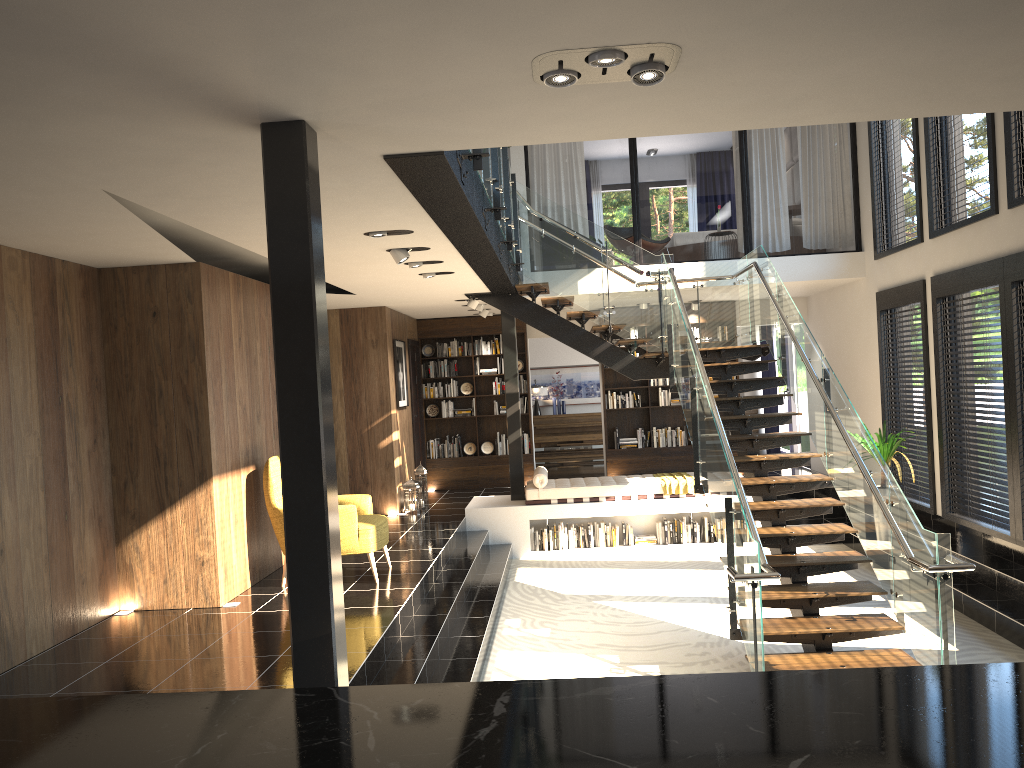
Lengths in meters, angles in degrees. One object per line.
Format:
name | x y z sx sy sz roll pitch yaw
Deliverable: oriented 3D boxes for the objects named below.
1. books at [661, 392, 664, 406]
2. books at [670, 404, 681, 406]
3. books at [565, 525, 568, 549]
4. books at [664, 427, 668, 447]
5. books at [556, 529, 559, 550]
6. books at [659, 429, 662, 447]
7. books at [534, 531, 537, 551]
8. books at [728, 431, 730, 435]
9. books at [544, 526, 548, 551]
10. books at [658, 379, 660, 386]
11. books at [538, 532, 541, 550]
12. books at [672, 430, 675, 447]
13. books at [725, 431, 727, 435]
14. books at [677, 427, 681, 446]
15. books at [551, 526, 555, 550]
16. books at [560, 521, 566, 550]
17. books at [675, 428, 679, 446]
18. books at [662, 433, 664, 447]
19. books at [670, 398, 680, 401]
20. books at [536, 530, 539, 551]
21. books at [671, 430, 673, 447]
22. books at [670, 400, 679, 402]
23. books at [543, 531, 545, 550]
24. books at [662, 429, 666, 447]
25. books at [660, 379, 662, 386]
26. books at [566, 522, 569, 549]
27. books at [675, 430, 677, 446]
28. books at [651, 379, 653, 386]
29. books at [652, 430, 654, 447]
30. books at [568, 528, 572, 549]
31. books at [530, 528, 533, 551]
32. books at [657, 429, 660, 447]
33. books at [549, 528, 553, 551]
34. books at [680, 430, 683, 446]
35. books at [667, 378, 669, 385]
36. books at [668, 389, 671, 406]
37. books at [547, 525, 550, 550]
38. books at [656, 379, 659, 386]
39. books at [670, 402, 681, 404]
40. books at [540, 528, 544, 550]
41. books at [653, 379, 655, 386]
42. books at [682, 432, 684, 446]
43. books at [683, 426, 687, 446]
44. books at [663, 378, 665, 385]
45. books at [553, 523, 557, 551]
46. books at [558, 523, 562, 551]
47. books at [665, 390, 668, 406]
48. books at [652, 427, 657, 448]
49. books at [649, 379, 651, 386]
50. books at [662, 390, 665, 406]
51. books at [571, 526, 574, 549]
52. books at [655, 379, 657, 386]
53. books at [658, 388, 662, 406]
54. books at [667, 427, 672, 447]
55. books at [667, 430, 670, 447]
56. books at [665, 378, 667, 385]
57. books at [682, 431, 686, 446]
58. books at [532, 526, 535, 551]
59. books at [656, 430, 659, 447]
books | 2.320 0.232 13.705 0.023 0.218 0.196 -3 1 3
books | 2.583 0.314 13.730 0.274 0.025 0.156 -3 0 0
books | 0.675 1.907 11.040 0.025 0.282 0.149 -3 1 3
books | 2.384 0.822 13.748 0.032 0.298 0.169 -3 1 3
books | 0.572 1.935 11.051 0.029 0.237 0.146 -3 1 3
books | 2.296 0.838 13.732 0.030 0.276 0.160 -3 1 3
books | 0.292 1.954 11.052 0.024 0.229 0.171 -3 1 3
books | 3.335 0.802 13.690 0.022 0.234 0.178 -3 1 3
books | 0.426 1.925 11.041 0.035 0.273 0.200 -3 1 3
books | 2.268 -0.093 13.741 0.027 0.239 0.153 -3 1 3
books | 0.348 1.960 11.080 0.029 0.211 0.130 -3 1 3
books | 2.497 0.838 13.731 0.034 0.255 0.194 -3 1 3
books | 3.285 0.766 13.685 0.027 0.311 0.148 -3 1 3
books | 2.581 0.813 13.728 0.025 0.294 0.177 -3 1 3
books | 0.514 1.917 11.059 0.028 0.279 0.120 -3 1 3
books | 0.635 1.881 11.042 0.051 0.338 0.187 -3 1 3
books | 2.555 0.822 13.723 0.028 0.280 0.154 -3 1 3
books | 2.326 0.867 13.743 0.025 0.214 0.170 -3 1 3
books | 2.579 0.240 13.729 0.274 0.025 0.156 -3 0 7
books | 0.317 1.947 11.054 0.027 0.241 0.150 -3 1 3
books | 2.468 0.843 13.726 0.023 0.246 0.149 -3 1 3
books | 2.580 0.264 13.724 0.261 0.024 0.167 -3 0 0
books | 0.402 1.950 11.073 0.020 0.225 0.156 -3 1 3
books | 2.353 0.833 13.751 0.031 0.280 0.141 -3 1 3
books | 2.294 -0.104 13.733 0.028 0.258 0.208 -3 1 3
books | 0.697 1.890 11.048 0.021 0.313 0.139 -3 1 3
books | 2.528 0.838 13.731 0.029 0.250 0.142 -3 1 3
books | 2.161 -0.104 13.759 0.031 0.272 0.158 -3 1 3
books | 2.181 0.851 13.770 0.026 0.263 0.156 -3 1 3
books | 0.724 1.925 11.044 0.029 0.240 0.165 -3 1 3
books | 0.244 1.936 11.084 0.025 0.270 0.156 -3 1 3
books | 2.270 0.840 13.759 0.025 0.274 0.150 -3 1 3
books | 0.485 1.931 11.029 0.027 0.254 0.204 -3 1 3
books | 2.608 0.834 13.714 0.028 0.250 0.162 -3 1 3
books | 2.399 -0.096 13.721 0.028 0.231 0.167 -3 1 3
books | 2.432 0.205 13.737 0.067 0.261 0.159 -3 1 3
books | 0.458 1.903 11.066 0.029 0.314 0.163 -3 1 3
books | 2.241 -0.086 13.734 0.027 0.228 0.208 -3 1 3
books | 2.582 0.289 13.728 0.275 0.025 0.156 -3 0 -1
books | 0.376 1.936 11.081 0.030 0.256 0.145 -3 1 3
books | 2.193 -0.051 13.759 0.027 0.162 0.125 -3 1 3
books | 2.637 0.847 13.732 0.026 0.221 0.145 -3 1 3
books | 2.684 0.801 13.739 0.022 0.307 0.131 -3 1 3
books | 2.346 -0.081 13.750 0.020 0.206 0.147 -3 1 3
books | 0.539 1.894 11.029 0.030 0.322 0.202 -3 1 3
books | 0.597 1.898 11.024 0.028 0.309 0.211 -3 1 3
books | 2.379 0.216 13.708 0.036 0.244 0.194 -3 1 3
books | 2.208 0.825 13.734 0.035 0.312 0.160 -3 1 3
books | 2.132 -0.080 13.764 0.030 0.228 0.176 -3 1 3
books | 2.347 0.217 13.735 0.030 0.245 0.166 -3 1 3
books | 0.749 1.909 11.056 0.021 0.271 0.148 -3 1 3
books | 2.217 -0.069 13.744 0.024 0.198 0.174 -3 1 3
books | 2.293 0.201 13.742 0.030 0.284 0.176 -3 1 3
books | 2.440 0.815 13.739 0.032 0.306 0.155 -3 1 3
books | 2.412 0.842 13.722 0.025 0.255 0.202 -3 1 3
books | 2.370 -0.101 13.734 0.030 0.244 0.142 -3 1 3
books | 2.662 0.842 13.731 0.026 0.227 0.129 -3 1 3
books | 0.267 1.927 11.067 0.024 0.286 0.130 -3 1 3
books | 2.242 0.848 13.743 0.030 0.262 0.173 -3 1 3
